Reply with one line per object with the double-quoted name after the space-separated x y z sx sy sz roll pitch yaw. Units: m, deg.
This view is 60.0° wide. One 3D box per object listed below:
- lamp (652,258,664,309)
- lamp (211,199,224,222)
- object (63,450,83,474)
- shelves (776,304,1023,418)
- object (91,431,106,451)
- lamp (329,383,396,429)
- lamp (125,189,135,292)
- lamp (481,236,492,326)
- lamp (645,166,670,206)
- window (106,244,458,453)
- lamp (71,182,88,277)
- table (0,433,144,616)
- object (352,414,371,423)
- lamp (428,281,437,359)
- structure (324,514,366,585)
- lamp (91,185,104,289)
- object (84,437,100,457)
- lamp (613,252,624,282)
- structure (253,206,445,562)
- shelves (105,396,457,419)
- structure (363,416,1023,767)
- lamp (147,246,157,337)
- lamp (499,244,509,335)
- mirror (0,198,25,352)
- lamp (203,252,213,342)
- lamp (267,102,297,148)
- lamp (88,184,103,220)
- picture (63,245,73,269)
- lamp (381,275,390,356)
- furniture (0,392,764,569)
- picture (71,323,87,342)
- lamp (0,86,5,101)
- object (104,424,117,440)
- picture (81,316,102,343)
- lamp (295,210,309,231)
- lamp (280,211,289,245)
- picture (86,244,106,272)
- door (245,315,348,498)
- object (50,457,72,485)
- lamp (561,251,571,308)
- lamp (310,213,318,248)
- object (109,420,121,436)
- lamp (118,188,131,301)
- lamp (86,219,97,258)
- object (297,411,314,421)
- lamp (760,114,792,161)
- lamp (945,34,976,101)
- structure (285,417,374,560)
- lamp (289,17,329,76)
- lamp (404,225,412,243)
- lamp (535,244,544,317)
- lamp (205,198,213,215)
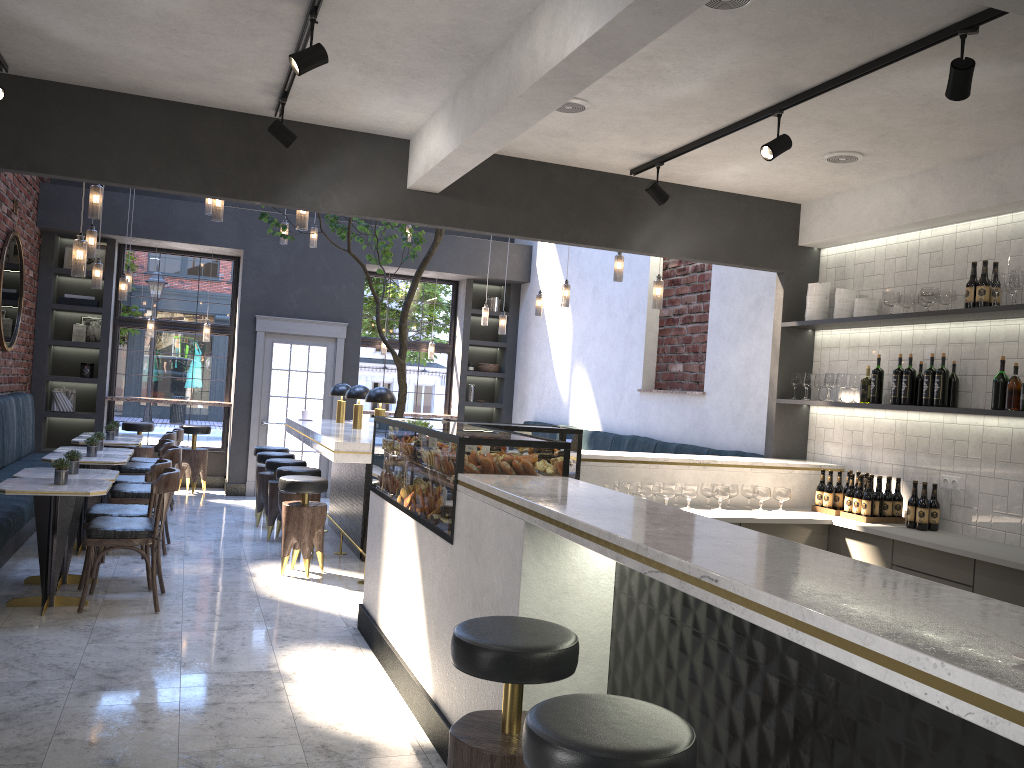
1.250 -2.625 6.802 0.078 4.105 0.078 4 0 -35 "lamp"
-2.012 -3.238 6.465 0.078 4.105 0.078 4 0 10 "lamp"
-2.964 0.523 5.986 0.118 0.165 0.122 4 0 -42 "object"
2.678 -0.114 4.750 0.300 0.580 3.599 4 0 -20 "shelves"
-3.586 0.494 7.697 0.118 0.165 0.122 4 0 -42 "object"
-0.703 -1.184 4.722 4.184 3.256 8.832 4 0 -37 "lamp"
-3.929 -3.025 9.368 0.078 4.105 0.078 4 0 -35 "lamp"
-0.195 -2.762 10.787 0.078 4.105 0.078 4 0 -35 "lamp"
0.900 -1.222 5.471 0.157 0.235 0.087 4 0 -26 "lamp"
-0.731 -1.629 6.007 6.407 5.364 12.707 4 0 -20 "window"
-2.496 -2.701 5.382 0.078 4.105 0.078 4 0 -35 "lamp"
-1.667 1.085 8.100 4.600 0.751 4.829 4 0 -20 "table"
-1.638 0.375 9.686 0.176 0.097 0.301 4 0 -29 "object"
-1.066 -1.056 12.180 0.078 1.429 0.078 4 0 10 "lamp"
-1.493 1.370 8.289 0.496 0.210 3.498 4 0 -20 "structure"
-3.461 -2.873 7.677 0.078 4.105 0.078 4 0 -13 "lamp"
-3.387 0.503 7.150 0.118 0.165 0.122 4 0 -42 "object"
1.030 -2.911 7.458 0.078 4.105 0.078 4 0 -35 "lamp"
-0.939 -1.492 7.378 3.743 5.989 2.807 4 0 23 "structure"
-2.877 0.314 11.564 4.404 0.043 0.384 4 0 -20 "shelves"
1.612 0.994 3.223 3.206 1.300 5.804 4 0 -20 "structure"
-4.424 -1.293 10.953 0.078 1.429 0.078 4 0 10 "lamp"
0.023 -2.618 10.163 0.078 4.105 0.078 4 0 -35 "lamp"
-4.321 -1.044 7.076 0.036 1.510 4.772 4 0 -20 "mirror"
-3.808 -1.249 11.178 0.078 1.429 0.078 4 0 32 "lamp"
-1.213 -1.372 4.699 0.157 0.238 0.087 4 0 -26 "lamp"
-2.699 -3.174 6.024 0.078 4.105 0.078 4 0 -35 "lamp"
-5.316 -1.525 10.779 0.230 0.313 0.061 4 0 -20 "picture"
-1.682 -1.100 11.955 0.078 1.429 0.078 4 0 32 "lamp"
-1.667 0.885 8.142 6.022 1.151 5.340 4 0 -20 "furniture"
-5.286 -0.621 10.833 0.161 0.227 0.049 4 0 -20 "picture"
-2.493 -1.461 4.228 0.157 0.235 0.087 4 0 21 "lamp"
-3.995 0.475 8.822 0.118 0.165 0.122 4 0 -42 "object"
-5.170 -0.663 10.901 0.247 0.326 0.044 4 0 -20 "picture"
-1.245 -3.064 5.827 0.078 4.105 0.078 4 0 10 "lamp"
-2.257 -3.516 9.296 0.078 4.105 0.078 4 0 -35 "lamp"
-5.171 -1.540 10.868 0.361 0.369 0.055 4 0 -20 "picture"
-2.694 0.303 11.065 1.132 2.219 0.152 4 0 -20 "door"
-2.765 0.532 5.439 0.118 0.165 0.122 4 0 -42 "object"
0.646 -2.783 8.487 0.078 4.105 0.078 4 0 32 "lamp"
-2.109 -3.592 10.015 0.078 4.105 0.078 4 0 -35 "lamp"
-4.194 0.466 9.369 0.118 0.165 0.122 4 0 -42 "object"
-3.742 -2.883 8.830 0.078 4.105 0.078 4 0 -35 "lamp"
-3.228 -3.056 7.072 0.078 4.105 0.078 4 0 -13 "lamp"
-2.194 0.335 9.449 0.176 0.098 0.204 4 0 -15 "object"
1.297 -1.204 4.345 0.157 0.235 0.087 4 0 -26 "lamp"
1.682 -1.186 3.319 0.087 0.235 0.157 4 0 19 "lamp"
-1.464 0.951 8.288 0.990 1.050 3.489 4 0 -20 "structure"
-0.816 -1.354 3.572 0.157 0.238 0.087 4 0 -26 "lamp"
-1.022 -3.582 9.801 0.078 4.105 0.078 4 0 -35 "lamp"
0.413 -2.746 9.119 0.078 4.105 0.078 4 0 32 "lamp"
-2.828 -3.708 8.680 0.078 4.105 0.078 4 0 -35 "lamp"
